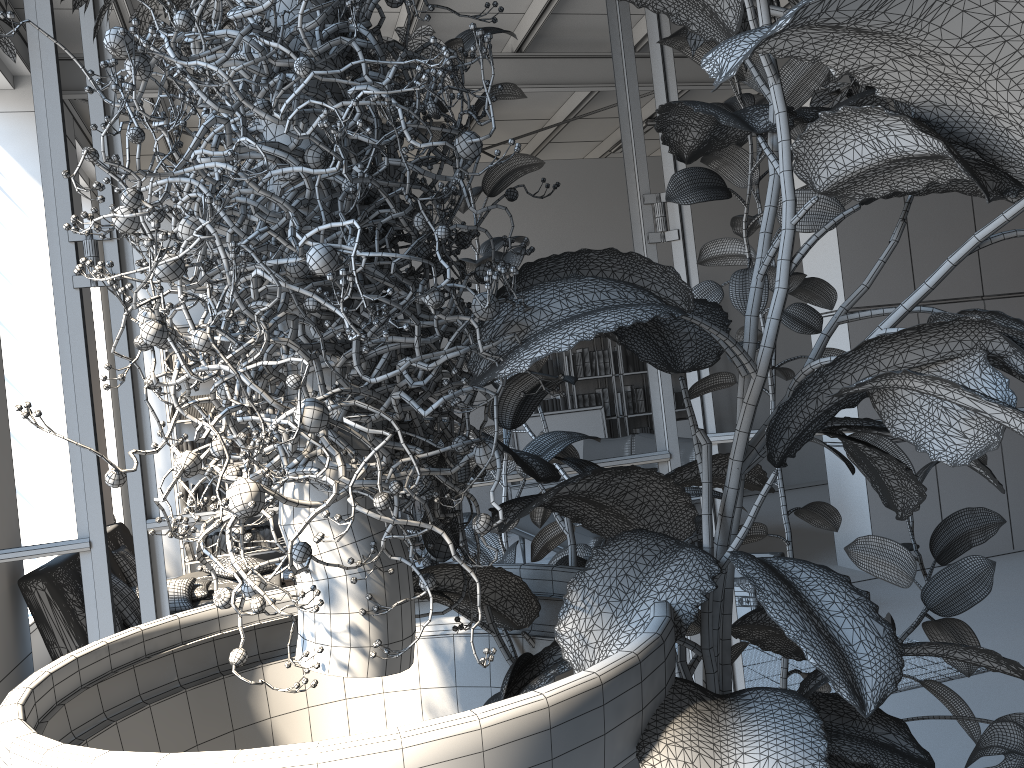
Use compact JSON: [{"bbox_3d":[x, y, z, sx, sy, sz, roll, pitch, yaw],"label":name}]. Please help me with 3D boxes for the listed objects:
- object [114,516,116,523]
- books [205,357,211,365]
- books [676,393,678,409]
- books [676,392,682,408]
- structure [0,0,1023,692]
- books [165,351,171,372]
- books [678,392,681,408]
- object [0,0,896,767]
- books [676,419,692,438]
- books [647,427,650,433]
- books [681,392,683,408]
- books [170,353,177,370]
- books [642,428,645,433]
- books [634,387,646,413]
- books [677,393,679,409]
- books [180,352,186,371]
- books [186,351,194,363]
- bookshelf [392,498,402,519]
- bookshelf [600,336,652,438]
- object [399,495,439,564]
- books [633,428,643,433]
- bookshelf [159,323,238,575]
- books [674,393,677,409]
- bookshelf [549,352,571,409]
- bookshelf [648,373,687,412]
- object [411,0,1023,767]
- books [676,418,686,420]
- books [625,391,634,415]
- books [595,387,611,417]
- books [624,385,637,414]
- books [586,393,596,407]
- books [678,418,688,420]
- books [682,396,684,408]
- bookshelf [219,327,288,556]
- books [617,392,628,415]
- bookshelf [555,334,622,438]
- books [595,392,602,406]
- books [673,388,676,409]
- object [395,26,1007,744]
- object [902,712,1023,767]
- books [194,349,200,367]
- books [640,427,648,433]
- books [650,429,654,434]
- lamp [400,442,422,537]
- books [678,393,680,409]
[{"bbox_3d":[-3.777,1.363,7.886,0.413,0.401,0.920,-6,-1,-15],"label":"object"},{"bbox_3d":[-2.774,-0.202,8.047,0.062,0.195,0.266,-6,-1,-15],"label":"books"},{"bbox_3d":[1.692,0.180,9.241,0.012,0.177,0.134,-6,-1,-15],"label":"books"},{"bbox_3d":[1.736,0.175,9.253,0.012,0.177,0.134,-6,-1,-15],"label":"books"},{"bbox_3d":[-0.160,-0.360,0.591,2.994,3.454,2.452,-6,-1,-15],"label":"structure"},{"bbox_3d":[-3.074,-0.180,7.973,0.037,0.209,0.284,-6,-1,-15],"label":"books"},{"bbox_3d":[1.725,0.176,9.250,0.012,0.177,0.134,-6,-1,-15],"label":"books"},{"bbox_3d":[-0.175,-0.737,1.054,2.243,4.154,2.486,-5,-1,-44],"label":"object"},{"bbox_3d":[1.815,0.519,9.081,0.303,0.326,0.033,-6,-1,-15],"label":"books"},{"bbox_3d":[1.379,0.580,9.097,0.027,0.278,0.202,-6,-1,-15],"label":"books"},{"bbox_3d":[1.747,0.174,9.256,0.012,0.177,0.134,-6,-1,-15],"label":"books"},{"bbox_3d":[-3.022,-0.172,7.979,0.062,0.205,0.272,-6,-1,-15],"label":"books"},{"bbox_3d":[1.327,0.586,9.083,0.027,0.278,0.202,-6,-1,-15],"label":"books"},{"bbox_3d":[1.293,0.174,9.179,0.091,0.265,0.193,-6,-1,-15],"label":"books"},{"bbox_3d":[1.703,0.179,9.244,0.012,0.177,0.134,-6,-1,-15],"label":"books"},{"bbox_3d":[-2.960,-0.184,7.996,0.062,0.195,0.266,-6,-1,-15],"label":"books"},{"bbox_3d":[-2.899,-0.196,8.013,0.062,0.195,0.266,-6,-1,-15],"label":"books"},{"bbox_3d":[-1.395,0.462,8.431,0.455,2.276,0.455,-6,-1,-15],"label":"bookshelf"},{"bbox_3d":[1.276,0.181,9.167,0.455,2.276,0.455,-6,-1,-15],"label":"bookshelf"},{"bbox_3d":[-0.528,0.788,5.563,0.443,0.709,0.194,-7,-1,25],"label":"object"},{"bbox_3d":[1.301,0.589,9.075,0.027,0.278,0.202,-6,-1,-15],"label":"books"},{"bbox_3d":[-2.841,0.615,8.068,0.455,2.276,0.455,-6,-1,-15],"label":"bookshelf"},{"bbox_3d":[1.681,0.181,9.238,0.012,0.177,0.134,-6,-1,-15],"label":"books"},{"bbox_3d":[0.310,0.283,8.914,0.455,2.276,0.455,-6,-1,-15],"label":"bookshelf"},{"bbox_3d":[1.751,0.130,9.291,0.455,2.276,0.455,-6,-1,-15],"label":"bookshelf"},{"bbox_3d":[0.350,0.187,0.878,1.270,2.157,0.868,-7,-1,15],"label":"object"},{"bbox_3d":[1.745,0.533,9.357,0.319,0.318,0.068,-6,-1,-15],"label":"books"},{"bbox_3d":[1.182,0.197,9.139,0.057,0.244,0.178,-6,-1,-15],"label":"books"},{"bbox_3d":[0.931,0.191,9.101,0.071,0.303,0.222,-6,-1,-15],"label":"books"},{"bbox_3d":[1.221,0.161,9.196,0.038,0.303,0.222,-6,-1,-15],"label":"books"},{"bbox_3d":[0.798,0.226,9.043,0.062,0.265,0.193,-6,-1,-15],"label":"books"},{"bbox_3d":[1.778,0.524,9.174,0.272,0.326,0.027,-6,-1,-15],"label":"books"},{"bbox_3d":[1.759,0.173,9.260,0.012,0.177,0.134,-6,-1,-15],"label":"books"},{"bbox_3d":[-2.362,0.564,8.163,0.455,2.276,0.455,-6,-1,-15],"label":"bookshelf"},{"bbox_3d":[1.122,0.203,9.134,0.057,0.244,0.178,-6,-1,-15],"label":"books"},{"bbox_3d":[0.785,0.232,9.025,0.455,2.276,0.455,-6,-1,-15],"label":"bookshelf"},{"bbox_3d":[0.862,0.221,9.082,0.084,0.267,0.193,-6,-1,-16],"label":"books"},{"bbox_3d":[1.657,0.157,9.270,0.015,0.232,0.176,-6,-1,-15],"label":"books"},{"bbox_3d":[0.373,0.205,1.533,1.253,2.183,1.309,-6,-1,-5],"label":"object"},{"bbox_3d":[0.900,0.729,0.863,1.125,1.001,0.920,-6,-1,-18],"label":"object"},{"bbox_3d":[-2.838,-0.207,8.030,0.062,0.195,0.266,-6,-1,-15],"label":"books"},{"bbox_3d":[1.354,0.583,9.089,0.027,0.278,0.202,-6,-1,-15],"label":"books"},{"bbox_3d":[1.419,0.592,9.128,0.057,0.244,0.180,-6,-1,-15],"label":"books"},{"bbox_3d":[-1.285,0.500,7.898,1.284,2.144,1.194,-6,-1,-3],"label":"lamp"},{"bbox_3d":[1.714,0.178,9.247,0.012,0.177,0.134,-6,-1,-15],"label":"books"}]
